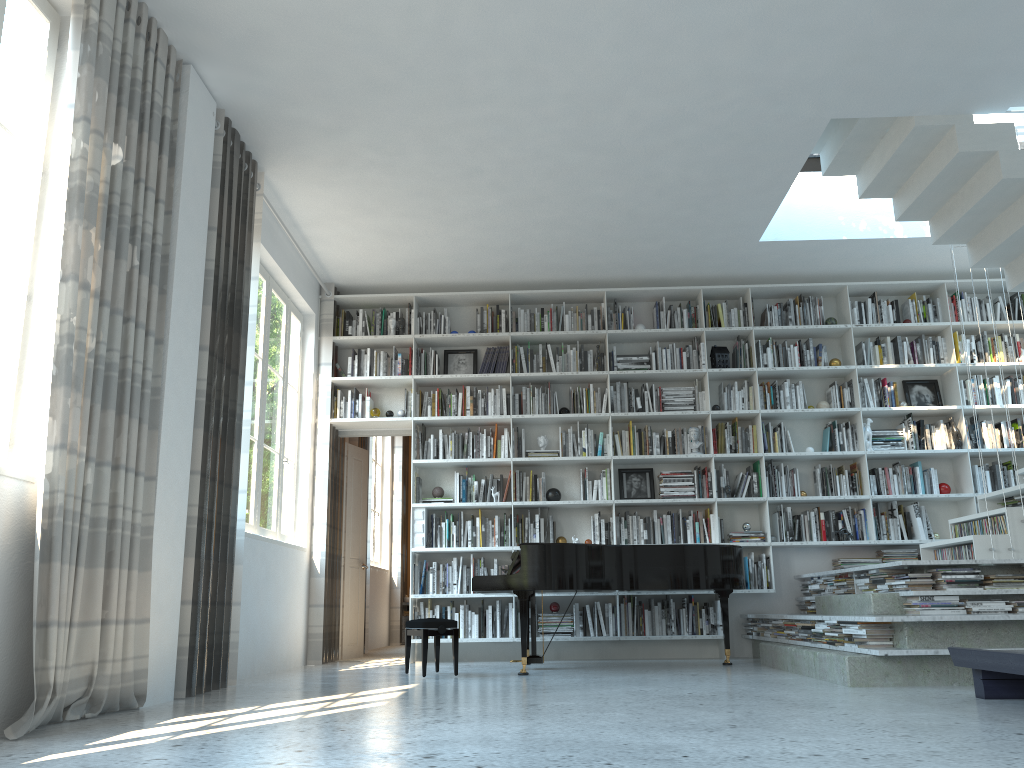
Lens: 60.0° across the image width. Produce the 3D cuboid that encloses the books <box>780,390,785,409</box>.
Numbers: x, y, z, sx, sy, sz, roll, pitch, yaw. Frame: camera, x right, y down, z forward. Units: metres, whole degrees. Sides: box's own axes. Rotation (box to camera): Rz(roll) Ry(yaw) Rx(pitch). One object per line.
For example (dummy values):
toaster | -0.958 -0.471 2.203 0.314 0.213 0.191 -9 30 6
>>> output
books | 2.321 0.170 7.678 0.025 0.193 0.171 -1 -14 2

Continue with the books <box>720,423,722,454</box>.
books | 1.781 0.493 7.624 0.035 0.292 0.145 -1 -14 2

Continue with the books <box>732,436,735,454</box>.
books | 1.890 0.548 7.621 0.030 0.180 0.132 -1 -14 2

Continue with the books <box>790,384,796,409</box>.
books | 2.413 0.142 7.674 0.025 0.244 0.184 -1 -14 2

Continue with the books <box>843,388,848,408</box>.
books | 2.859 0.155 7.664 0.013 0.201 0.174 -1 -14 2

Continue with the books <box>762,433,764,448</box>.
books | 2.129 0.519 7.602 0.015 0.219 0.155 -1 -14 2

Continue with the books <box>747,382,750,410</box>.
books | 2.034 0.137 7.695 0.025 0.276 0.173 -1 -14 2

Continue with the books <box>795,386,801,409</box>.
books | 2.461 0.148 7.677 0.021 0.231 0.183 -1 -14 2

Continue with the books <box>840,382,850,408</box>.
books | 2.873 0.126 7.661 0.016 0.256 0.176 -1 -14 2

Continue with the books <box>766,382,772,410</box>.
books | 2.227 0.135 7.713 0.014 0.283 0.136 -1 -14 2

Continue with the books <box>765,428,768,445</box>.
books | 2.171 0.509 7.613 0.007 0.243 0.146 -1 -14 2

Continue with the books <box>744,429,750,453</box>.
books | 2.013 0.514 7.610 0.028 0.239 0.146 -1 -14 2

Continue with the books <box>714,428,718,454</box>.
books | 1.740 0.520 7.635 0.013 0.246 0.177 -1 -14 2

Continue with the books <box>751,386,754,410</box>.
books | 2.070 0.155 7.688 0.026 0.237 0.173 -1 -14 2

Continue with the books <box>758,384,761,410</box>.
books | 2.113 0.145 7.682 0.028 0.250 0.190 -1 -14 2

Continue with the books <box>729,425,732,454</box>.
books | 1.864 0.501 7.630 0.035 0.277 0.139 -1 -14 2

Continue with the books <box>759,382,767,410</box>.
books | 2.177 0.135 7.702 0.014 0.278 0.154 -1 -14 2

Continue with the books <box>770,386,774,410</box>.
books | 2.240 0.152 7.688 0.013 0.235 0.158 -1 -14 2

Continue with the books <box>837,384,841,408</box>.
books | 2.804 0.137 7.676 0.016 0.243 0.152 -1 -14 2

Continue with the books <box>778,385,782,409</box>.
books | 2.297 0.148 7.675 0.022 0.237 0.165 -1 -14 2

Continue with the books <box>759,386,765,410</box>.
books | 2.156 0.154 7.703 0.030 0.241 0.138 -1 -14 2

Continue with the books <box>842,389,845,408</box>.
books | 2.847 0.156 7.677 0.012 0.206 0.138 -1 -14 2

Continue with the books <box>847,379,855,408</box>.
books | 2.920 0.113 7.658 0.005 0.277 0.183 -1 -14 2

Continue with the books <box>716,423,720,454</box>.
books | 1.768 0.491 7.614 0.035 0.292 0.145 -1 -14 2

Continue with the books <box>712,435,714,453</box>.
books | 1.707 0.514 7.627 0.015 0.254 0.151 -1 -14 2

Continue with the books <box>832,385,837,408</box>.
books | 2.776 0.144 7.676 0.012 0.231 0.154 -1 -14 2

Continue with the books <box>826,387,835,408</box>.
books | 2.757 0.151 7.681 0.015 0.219 0.140 -1 -14 2

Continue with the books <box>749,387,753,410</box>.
books | 2.050 0.156 7.673 0.028 0.229 0.177 -1 -14 2

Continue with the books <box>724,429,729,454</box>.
books | 1.827 0.519 7.607 0.015 0.231 0.180 -1 -14 2

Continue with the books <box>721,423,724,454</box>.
books | 1.794 0.489 7.609 0.035 0.292 0.145 -1 -14 2

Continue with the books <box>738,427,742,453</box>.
books | 1.939 0.508 7.611 0.033 0.252 0.175 -1 -14 2

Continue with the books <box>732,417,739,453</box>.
books | 1.920 0.466 7.618 0.021 0.336 0.169 -1 -14 2

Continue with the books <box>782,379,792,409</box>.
books | 2.388 0.122 7.695 0.027 0.294 0.160 -1 -14 2

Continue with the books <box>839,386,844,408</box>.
books | 2.832 0.145 7.675 0.016 0.227 0.160 -1 -14 2

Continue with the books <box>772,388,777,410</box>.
books | 2.259 0.162 7.687 0.026 0.215 0.162 -1 -14 2

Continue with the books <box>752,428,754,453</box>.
books | 2.055 0.511 7.619 0.019 0.247 0.149 -1 -14 2

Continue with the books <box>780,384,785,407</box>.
books | 2.339 0.141 7.691 0.011 0.256 0.131 -1 -14 2

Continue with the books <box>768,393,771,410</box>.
books | 2.209 0.182 7.685 0.021 0.178 0.137 -1 -14 2

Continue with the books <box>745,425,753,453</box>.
books | 2.036 0.499 7.608 0.032 0.265 0.143 -1 -14 2

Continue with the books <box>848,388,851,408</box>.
books | 2.887 0.150 7.653 0.013 0.204 0.174 -1 -14 2

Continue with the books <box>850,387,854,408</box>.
books | 2.912 0.150 7.657 0.012 0.205 0.170 -1 -14 2

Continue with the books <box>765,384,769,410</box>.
books | 2.191 0.146 7.682 0.014 0.247 0.177 -1 -14 2

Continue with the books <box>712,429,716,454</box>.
books | 1.724 0.519 7.624 0.014 0.243 0.145 -1 -14 2

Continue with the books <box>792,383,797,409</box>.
books | 2.438 0.138 7.695 0.024 0.261 0.134 -1 -14 2

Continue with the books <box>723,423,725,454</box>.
books | 1.807 0.492 7.623 0.035 0.292 0.145 -1 -14 2

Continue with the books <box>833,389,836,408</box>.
books | 2.767 0.157 7.675 0.005 0.204 0.154 -1 -14 2

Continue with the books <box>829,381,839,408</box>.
books | 2.788 0.123 7.668 0.015 0.267 0.164 -1 -14 2

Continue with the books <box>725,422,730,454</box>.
books | 1.843 0.488 7.610 0.019 0.293 0.164 -1 -14 2

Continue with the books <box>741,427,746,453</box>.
books | 1.962 0.507 7.585 0.027 0.241 0.189 -1 -14 2

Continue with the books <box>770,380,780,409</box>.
books | 2.278 0.126 7.675 0.014 0.279 0.178 -1 -14 2

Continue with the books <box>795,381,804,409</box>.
books | 2.483 0.126 7.670 0.024 0.271 0.170 -1 -14 2

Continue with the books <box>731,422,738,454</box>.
books | 1.907 0.484 7.595 0.019 0.292 0.182 -1 -14 2

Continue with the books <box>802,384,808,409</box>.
books | 2.522 0.140 7.689 0.034 0.253 0.161 -1 -14 2

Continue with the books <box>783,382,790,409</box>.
books | 2.359 0.132 7.667 0.030 0.262 0.182 -1 -14 2

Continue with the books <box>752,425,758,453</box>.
books | 2.075 0.500 7.619 0.033 0.268 0.142 -1 -14 2

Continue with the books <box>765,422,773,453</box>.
books | 2.193 0.483 7.582 0.013 0.278 0.192 -1 -14 2

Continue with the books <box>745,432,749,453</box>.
books | 1.987 0.526 7.588 0.034 0.204 0.182 -1 -14 2

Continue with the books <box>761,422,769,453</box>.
books | 2.149 0.484 7.600 0.035 0.287 0.192 -1 -14 2
